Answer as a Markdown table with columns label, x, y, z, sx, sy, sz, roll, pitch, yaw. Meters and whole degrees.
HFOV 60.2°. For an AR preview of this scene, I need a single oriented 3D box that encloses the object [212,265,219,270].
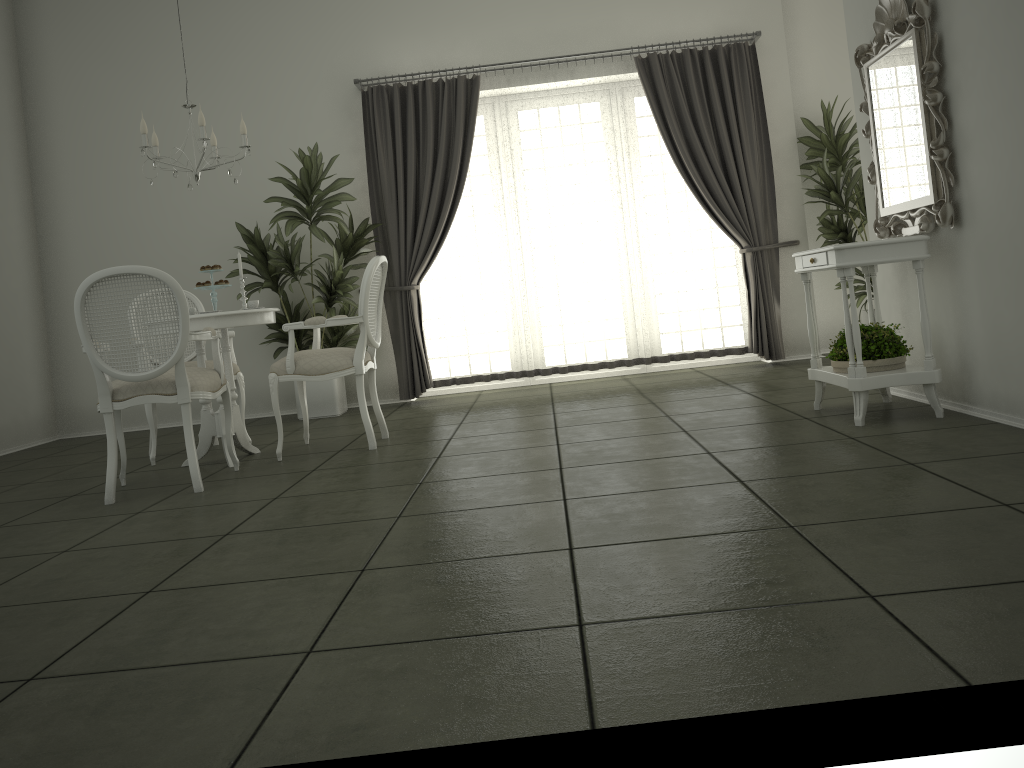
| label | x | y | z | sx | sy | sz | roll | pitch | yaw |
| --- | --- | --- | --- | --- | --- | --- | --- | --- | --- |
| object | -1.670 | -0.657 | 4.976 | 0.039 | 0.032 | 0.039 | -6 | 3 | 8 |

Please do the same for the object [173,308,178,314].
| label | x | y | z | sx | sy | sz | roll | pitch | yaw |
| --- | --- | --- | --- | --- | --- | --- | --- | --- | --- |
| object | -1.771 | -0.383 | 4.721 | 0.062 | 0.049 | 0.078 | -6 | 4 | 12 |

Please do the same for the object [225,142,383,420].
| label | x | y | z | sx | sy | sz | roll | pitch | yaw |
| --- | --- | --- | --- | --- | --- | --- | --- | --- | --- |
| object | -1.625 | -0.787 | 6.918 | 1.158 | 2.097 | 1.044 | -6 | 1 | 20 |

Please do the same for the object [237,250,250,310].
| label | x | y | z | sx | sy | sz | roll | pitch | yaw |
| --- | --- | --- | --- | --- | --- | --- | --- | --- | --- |
| object | -1.581 | -0.602 | 5.170 | 0.088 | 0.364 | 0.087 | -6 | 0 | -20 |

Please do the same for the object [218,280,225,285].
| label | x | y | z | sx | sy | sz | roll | pitch | yaw |
| --- | --- | --- | --- | --- | --- | --- | --- | --- | --- |
| object | -1.633 | -0.571 | 4.959 | 0.040 | 0.032 | 0.039 | -8 | 4 | -37 |

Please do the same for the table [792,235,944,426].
| label | x | y | z | sx | sy | sz | roll | pitch | yaw |
| --- | --- | --- | --- | --- | --- | --- | --- | --- | --- |
| table | 1.668 | -0.261 | 4.189 | 0.432 | 0.805 | 0.700 | -6 | 2 | 2 |

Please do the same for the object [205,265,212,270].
| label | x | y | z | sx | sy | sz | roll | pitch | yaw |
| --- | --- | --- | --- | --- | --- | --- | --- | --- | --- |
| object | -1.705 | -0.652 | 4.957 | 0.039 | 0.032 | 0.040 | -5 | 3 | 23 |

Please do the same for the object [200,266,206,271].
| label | x | y | z | sx | sy | sz | roll | pitch | yaw |
| --- | --- | --- | --- | --- | --- | --- | --- | --- | --- |
| object | -1.740 | -0.650 | 4.978 | 0.039 | 0.032 | 0.040 | -4 | 3 | 33 |

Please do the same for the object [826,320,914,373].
| label | x | y | z | sx | sy | sz | roll | pitch | yaw |
| --- | --- | --- | --- | --- | --- | --- | --- | --- | --- |
| object | 1.686 | -0.188 | 4.189 | 0.374 | 0.231 | 0.347 | -6 | 3 | -2 |

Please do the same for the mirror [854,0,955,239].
| label | x | y | z | sx | sy | sz | roll | pitch | yaw |
| --- | --- | --- | --- | --- | --- | --- | --- | --- | --- |
| mirror | 1.839 | -1.304 | 4.194 | 0.082 | 1.209 | 0.839 | -6 | 1 | 2 |

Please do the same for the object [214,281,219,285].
| label | x | y | z | sx | sy | sz | roll | pitch | yaw |
| --- | --- | --- | --- | --- | --- | --- | --- | --- | --- |
| object | -1.693 | -0.574 | 5.071 | 0.039 | 0.032 | 0.040 | -4 | 4 | 43 |

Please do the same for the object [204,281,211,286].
| label | x | y | z | sx | sy | sz | roll | pitch | yaw |
| --- | --- | --- | --- | --- | --- | --- | --- | --- | --- |
| object | -1.697 | -0.561 | 4.924 | 0.039 | 0.032 | 0.039 | -8 | 3 | -32 |

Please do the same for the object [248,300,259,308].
| label | x | y | z | sx | sy | sz | roll | pitch | yaw |
| --- | --- | --- | --- | --- | --- | --- | --- | --- | --- |
| object | -1.464 | -0.449 | 5.025 | 0.062 | 0.049 | 0.078 | -4 | 4 | 35 |

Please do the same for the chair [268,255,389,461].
| label | x | y | z | sx | sy | sz | roll | pitch | yaw |
| --- | --- | --- | --- | --- | --- | --- | --- | --- | --- |
| chair | -1.003 | -0.168 | 5.029 | 0.689 | 1.064 | 0.596 | -6 | 1 | 2 |

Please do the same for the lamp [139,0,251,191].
| label | x | y | z | sx | sy | sz | roll | pitch | yaw |
| --- | --- | --- | --- | --- | --- | --- | --- | --- | --- |
| lamp | -1.890 | -2.333 | 4.984 | 0.594 | 2.439 | 0.592 | -6 | 0 | -20 |

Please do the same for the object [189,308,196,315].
| label | x | y | z | sx | sy | sz | roll | pitch | yaw |
| --- | --- | --- | --- | --- | --- | --- | --- | --- | --- |
| object | -1.861 | -0.413 | 5.114 | 0.062 | 0.049 | 0.078 | -7 | 4 | -18 |

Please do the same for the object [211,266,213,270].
| label | x | y | z | sx | sy | sz | roll | pitch | yaw |
| --- | --- | --- | --- | --- | --- | --- | --- | --- | --- |
| object | -1.703 | -0.659 | 5.039 | 0.039 | 0.032 | 0.040 | -5 | 3 | 23 |

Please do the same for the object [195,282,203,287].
| label | x | y | z | sx | sy | sz | roll | pitch | yaw |
| --- | --- | --- | --- | --- | --- | --- | --- | --- | --- |
| object | -1.759 | -0.557 | 4.963 | 0.040 | 0.032 | 0.039 | -8 | 4 | -37 |

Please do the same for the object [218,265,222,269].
| label | x | y | z | sx | sy | sz | roll | pitch | yaw |
| --- | --- | --- | --- | --- | --- | --- | --- | --- | --- |
| object | -1.668 | -0.661 | 5.018 | 0.040 | 0.032 | 0.039 | -9 | 4 | -42 |

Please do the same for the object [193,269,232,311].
| label | x | y | z | sx | sy | sz | roll | pitch | yaw |
| --- | --- | --- | --- | --- | --- | --- | --- | --- | --- |
| object | -1.689 | -0.517 | 4.997 | 0.210 | 0.248 | 0.212 | -5 | 2 | 35 |

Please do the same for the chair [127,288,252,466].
| label | x | y | z | sx | sy | sz | roll | pitch | yaw |
| --- | --- | --- | --- | --- | --- | --- | --- | --- | --- |
| chair | -2.068 | -0.095 | 5.534 | 0.598 | 1.064 | 0.687 | -7 | 1 | -32 |

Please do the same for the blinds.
| label | x | y | z | sx | sy | sz | roll | pitch | yaw |
| --- | --- | --- | --- | --- | --- | --- | --- | --- | --- |
| blinds | 0.501 | -1.309 | 7.278 | 3.658 | 2.604 | 0.660 | -6 | 0 | 2 |

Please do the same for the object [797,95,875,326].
| label | x | y | z | sx | sy | sz | roll | pitch | yaw |
| --- | --- | --- | --- | --- | --- | --- | --- | --- | --- |
| object | 2.897 | -1.289 | 6.948 | 1.158 | 2.097 | 1.044 | -6 | 1 | 20 |

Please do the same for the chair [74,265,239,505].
| label | x | y | z | sx | sy | sz | roll | pitch | yaw |
| --- | --- | --- | --- | --- | --- | --- | --- | --- | --- |
| chair | -1.717 | -0.020 | 4.239 | 0.596 | 1.064 | 0.690 | -6 | 1 | -7 |

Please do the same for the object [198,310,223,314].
| label | x | y | z | sx | sy | sz | roll | pitch | yaw |
| --- | --- | --- | --- | --- | --- | --- | --- | --- | --- |
| object | -1.620 | -0.384 | 4.749 | 0.119 | 0.016 | 0.119 | -7 | 5 | -8 |

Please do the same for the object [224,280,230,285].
| label | x | y | z | sx | sy | sz | roll | pitch | yaw |
| --- | --- | --- | --- | --- | --- | --- | --- | --- | --- |
| object | -1.630 | -0.577 | 5.032 | 0.039 | 0.032 | 0.040 | -5 | 3 | 23 |

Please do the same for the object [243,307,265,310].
| label | x | y | z | sx | sy | sz | roll | pitch | yaw |
| --- | --- | --- | --- | --- | --- | --- | --- | --- | --- |
| object | -1.465 | -0.424 | 5.018 | 0.119 | 0.016 | 0.119 | -7 | 5 | -8 |

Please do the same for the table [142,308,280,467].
| label | x | y | z | sx | sy | sz | roll | pitch | yaw |
| --- | --- | --- | --- | --- | --- | --- | --- | --- | --- |
| table | -1.643 | 0.023 | 4.973 | 0.740 | 0.830 | 0.741 | -6 | 2 | -1 |

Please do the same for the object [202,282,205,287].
| label | x | y | z | sx | sy | sz | roll | pitch | yaw |
| --- | --- | --- | --- | --- | --- | --- | --- | --- | --- |
| object | -1.757 | -0.564 | 5.036 | 0.040 | 0.032 | 0.039 | -8 | 4 | -37 |
